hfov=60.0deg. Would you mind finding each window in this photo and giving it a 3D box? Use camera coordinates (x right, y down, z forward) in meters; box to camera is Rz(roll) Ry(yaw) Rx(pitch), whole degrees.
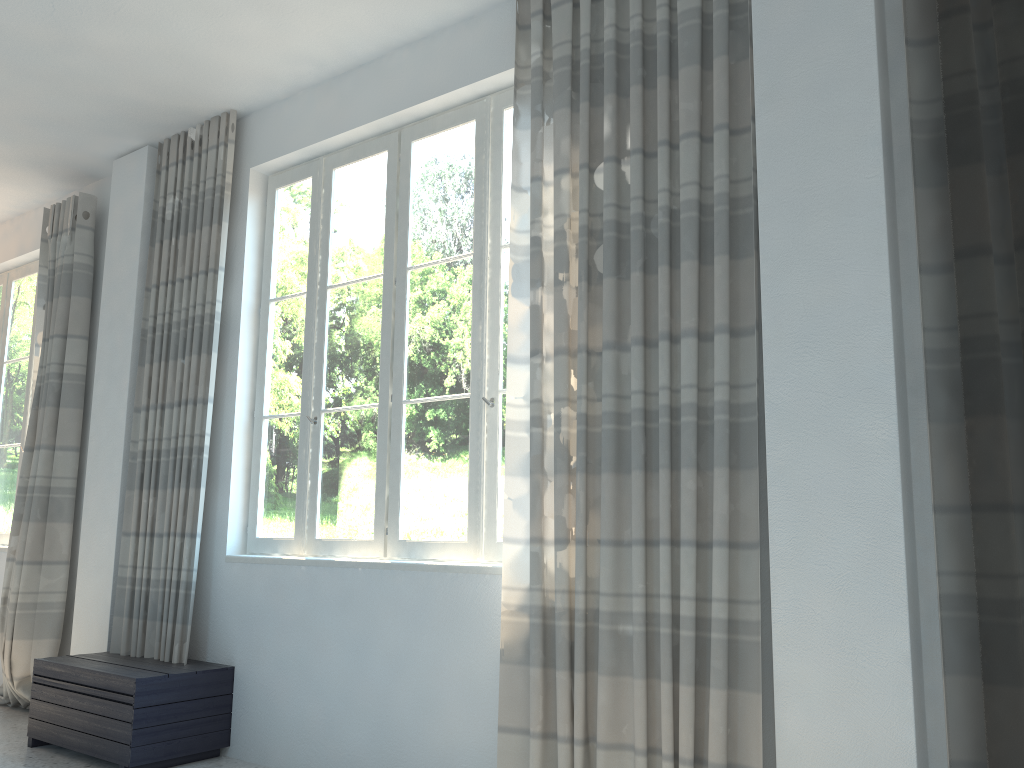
[{"bbox_3d":[-3.693,0.149,6.348,1.984,2.005,0.042,-6,-11,37],"label":"window"},{"bbox_3d":[16.502,-6.078,11.919,18.545,18.503,32.844,-7,-12,40],"label":"window"}]

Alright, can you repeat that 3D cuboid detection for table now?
[{"bbox_3d":[-1.819,1.539,4.236,0.926,0.414,0.524,-6,-12,37],"label":"table"}]

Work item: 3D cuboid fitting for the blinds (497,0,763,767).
[{"bbox_3d":[0.379,-0.090,3.026,1.026,3.255,0.183,-6,-11,36],"label":"blinds"}]

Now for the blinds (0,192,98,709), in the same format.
[{"bbox_3d":[-2.827,0.378,5.378,0.846,3.047,0.359,-7,-12,41],"label":"blinds"}]

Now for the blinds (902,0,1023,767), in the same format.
[{"bbox_3d":[1.444,-0.193,2.232,0.776,3.225,0.140,-6,-11,37],"label":"blinds"}]

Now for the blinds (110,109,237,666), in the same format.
[{"bbox_3d":[-1.770,0.155,4.617,0.722,3.255,0.133,-6,-11,36],"label":"blinds"}]
